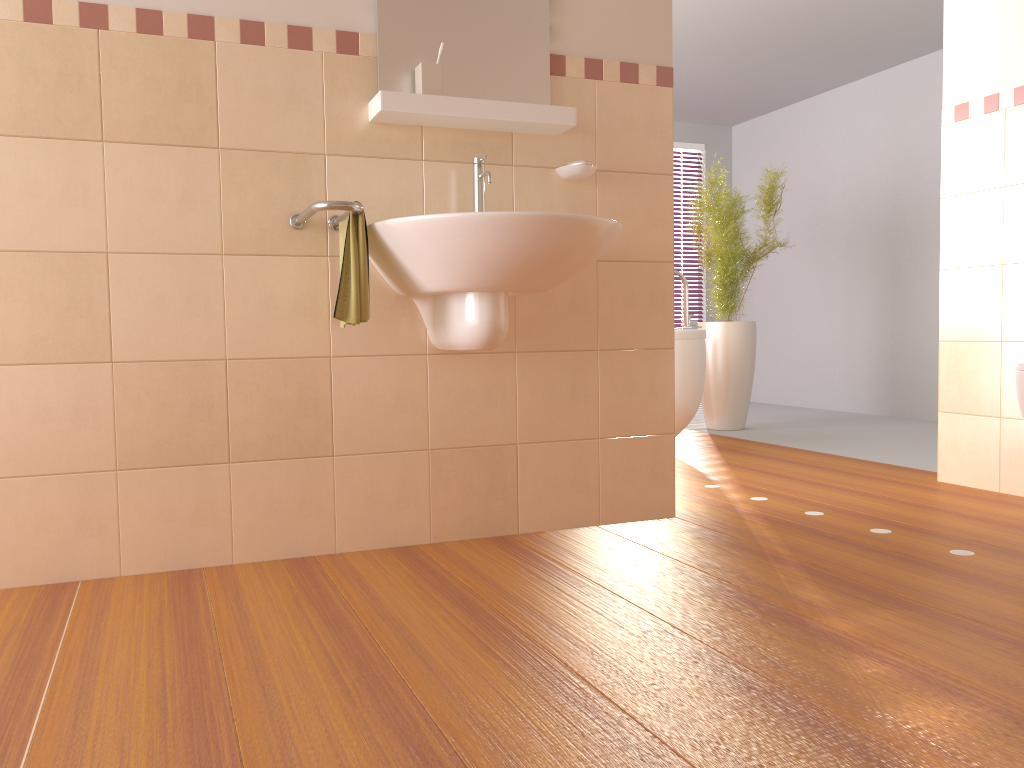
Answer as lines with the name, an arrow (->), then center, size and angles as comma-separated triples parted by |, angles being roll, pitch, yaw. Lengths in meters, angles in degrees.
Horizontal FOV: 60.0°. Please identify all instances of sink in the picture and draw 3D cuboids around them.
sink -> -0.024, -0.344, 2.258 | 0.683, 0.516, 0.539 | -2, 4, -22

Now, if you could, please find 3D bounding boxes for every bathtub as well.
bathtub -> 0.113, -0.108, 4.280 | 1.874, 0.900, 0.888 | -2, 4, -22

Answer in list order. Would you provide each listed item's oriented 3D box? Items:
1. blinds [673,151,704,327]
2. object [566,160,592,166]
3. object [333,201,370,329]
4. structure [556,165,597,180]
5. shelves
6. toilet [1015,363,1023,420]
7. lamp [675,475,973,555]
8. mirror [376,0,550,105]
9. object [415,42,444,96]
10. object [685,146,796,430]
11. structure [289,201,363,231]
blinds -> -0.613, -0.804, 6.465 | 4.712, 2.022, 0.032 | -2, 4, -22
object -> 0.195, -0.634, 2.570 | 0.075, 0.023, 0.050 | 1, 4, 33
object -> -0.397, -0.293, 2.214 | 0.085, 0.306, 0.181 | -1, 3, -6
structure -> 0.194, -0.612, 2.569 | 0.117, 0.029, 0.092 | -2, 4, -22
shelves -> -0.103, -0.735, 2.421 | 0.554, 0.050, 0.138 | -2, 4, -22
toilet -> 1.679, 0.143, 2.489 | 0.534, 0.400, 0.375 | -2, 4, -22
lamp -> -0.391, 0.480, 2.010 | 3.173, 0.001, 2.893 | -2, 4, -22
mirror -> -0.130, -1.169, 2.444 | 0.502, 0.799, 0.008 | -2, 4, -22
object -> -0.219, -0.829, 2.362 | 0.063, 0.149, 0.073 | -2, 4, -22
object -> 1.366, -0.511, 5.244 | 0.683, 1.557, 1.335 | 0, 3, 11
structure -> -0.454, -0.419, 2.190 | 0.142, 0.042, 0.333 | -2, 4, -22
